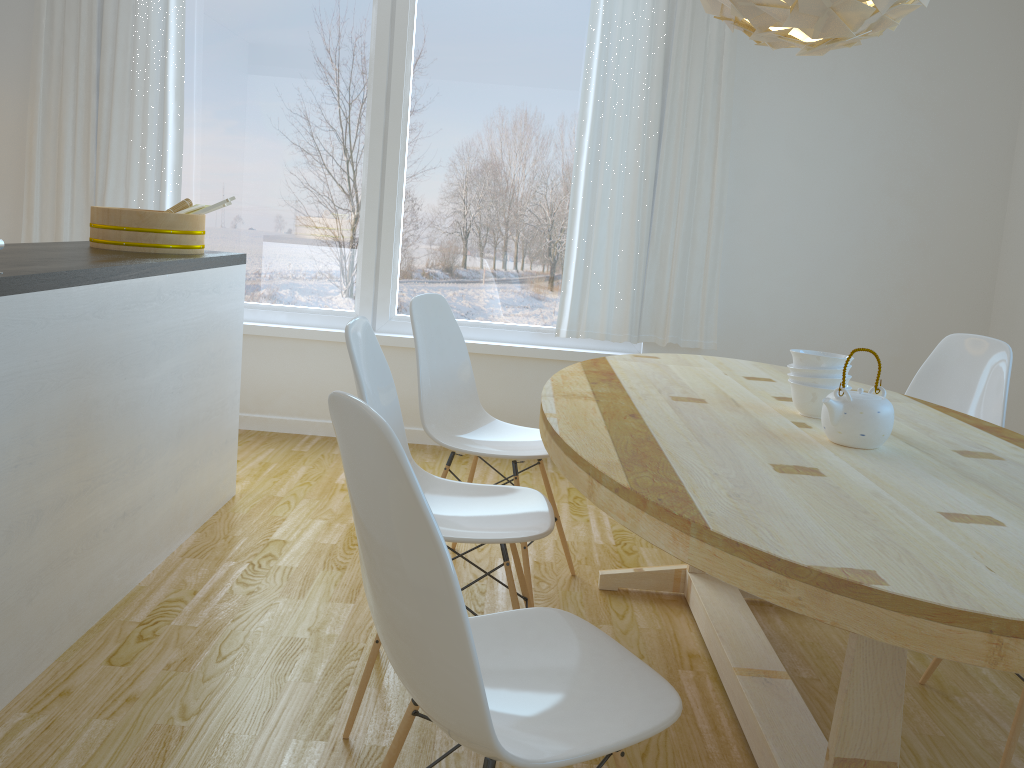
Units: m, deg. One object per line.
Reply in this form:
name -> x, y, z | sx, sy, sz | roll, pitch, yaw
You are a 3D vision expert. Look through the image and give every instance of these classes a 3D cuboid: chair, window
chair -> -0.012, 0.457, 1.313 | 0.523, 0.895, 0.433 | 0, 8, -29
chair -> -0.068, 0.187, 2.796 | 0.524, 0.895, 0.432 | 7, 8, 20
window -> -0.630, -1.216, 4.437 | 2.726, 1.904, 0.089 | 5, 7, 0
chair -> 1.394, 0.423, 2.137 | 0.523, 0.895, 0.433 | 5, 7, 0
chair -> 1.285, 0.280, 2.887 | 0.523, 0.895, 0.433 | 1, 8, -25

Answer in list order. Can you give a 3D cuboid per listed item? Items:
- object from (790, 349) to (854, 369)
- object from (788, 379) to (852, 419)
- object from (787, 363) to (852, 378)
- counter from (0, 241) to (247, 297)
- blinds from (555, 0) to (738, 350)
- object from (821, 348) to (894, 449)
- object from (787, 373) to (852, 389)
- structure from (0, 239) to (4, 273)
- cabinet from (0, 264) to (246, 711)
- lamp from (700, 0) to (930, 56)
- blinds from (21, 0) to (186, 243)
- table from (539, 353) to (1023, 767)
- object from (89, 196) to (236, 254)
object -> 0.766, -0.036, 2.203 | 0.152, 0.086, 0.152 | 10, 11, 28
object -> 0.763, 0.039, 2.208 | 0.153, 0.082, 0.152 | 12, 12, 39
object -> 0.761, -0.008, 2.205 | 0.151, 0.095, 0.153 | 7, 10, 17
counter -> -1.334, -0.291, 2.192 | 0.600, 0.040, 2.422 | 5, 10, 0
blinds -> 0.693, -1.253, 4.214 | 0.795, 2.144, 0.151 | 5, 7, 1
object -> 0.737, 0.025, 1.913 | 0.177, 0.210, 0.148 | 5, 8, 0
object -> 0.762, 0.016, 2.207 | 0.152, 0.092, 0.152 | 12, 12, 39
structure -> -1.156, -0.342, 1.836 | 0.162, 0.213, 0.097 | 5, 7, 1
cabinet -> -1.372, 0.176, 2.246 | 0.600, 0.902, 2.422 | 5, 10, 0
lamp -> 0.721, -1.307, 1.972 | 0.647, 1.126, 0.644 | 5, 7, 0
blinds -> -1.963, -1.471, 4.232 | 0.795, 2.144, 0.151 | 5, 7, 0
table -> 0.636, 0.445, 2.164 | 1.193, 0.719, 2.209 | 4, 10, -1
object -> -1.269, -0.584, 3.147 | 0.380, 0.212, 0.431 | 10, 11, 28
